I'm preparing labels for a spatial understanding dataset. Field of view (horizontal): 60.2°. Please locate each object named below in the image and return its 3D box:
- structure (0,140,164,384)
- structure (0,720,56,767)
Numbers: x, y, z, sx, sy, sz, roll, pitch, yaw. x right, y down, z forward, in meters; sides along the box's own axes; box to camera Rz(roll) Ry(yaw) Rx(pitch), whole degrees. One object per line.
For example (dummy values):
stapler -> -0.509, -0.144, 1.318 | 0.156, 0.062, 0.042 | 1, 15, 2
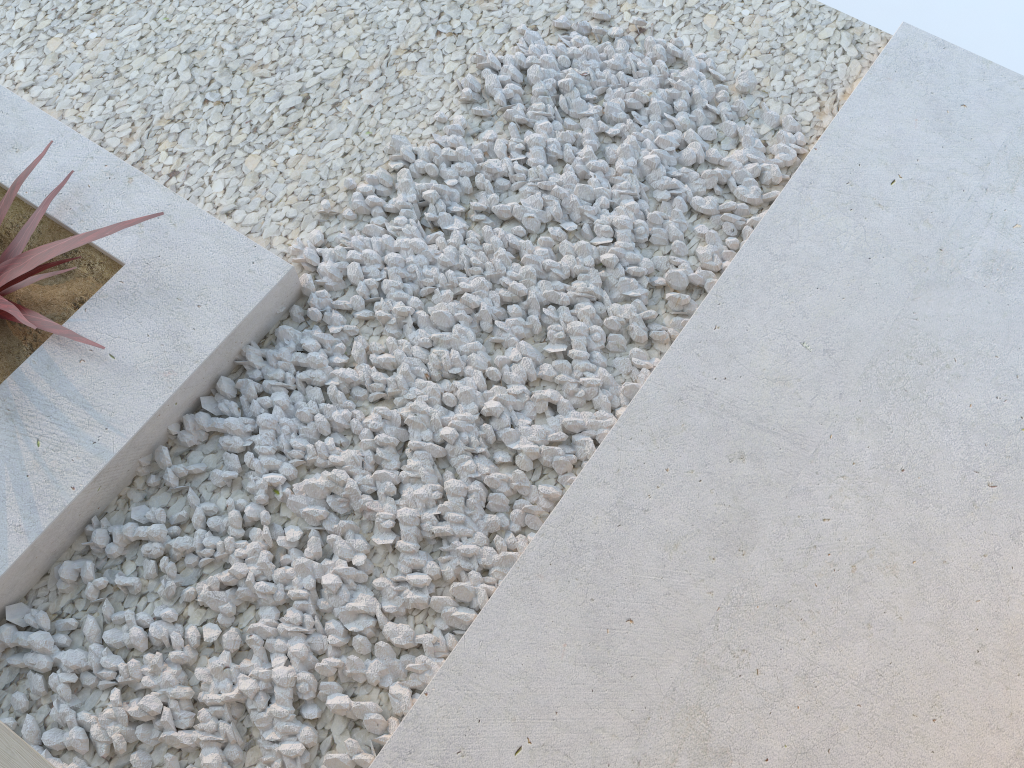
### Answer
structure -> -1.423, -0.346, 2.036 | 1.190, 0.303, 0.729 | 32, 70, 13
structure -> -0.790, 0.180, 0.530 | 0.457, 1.935, 0.126 | 31, 67, 15
